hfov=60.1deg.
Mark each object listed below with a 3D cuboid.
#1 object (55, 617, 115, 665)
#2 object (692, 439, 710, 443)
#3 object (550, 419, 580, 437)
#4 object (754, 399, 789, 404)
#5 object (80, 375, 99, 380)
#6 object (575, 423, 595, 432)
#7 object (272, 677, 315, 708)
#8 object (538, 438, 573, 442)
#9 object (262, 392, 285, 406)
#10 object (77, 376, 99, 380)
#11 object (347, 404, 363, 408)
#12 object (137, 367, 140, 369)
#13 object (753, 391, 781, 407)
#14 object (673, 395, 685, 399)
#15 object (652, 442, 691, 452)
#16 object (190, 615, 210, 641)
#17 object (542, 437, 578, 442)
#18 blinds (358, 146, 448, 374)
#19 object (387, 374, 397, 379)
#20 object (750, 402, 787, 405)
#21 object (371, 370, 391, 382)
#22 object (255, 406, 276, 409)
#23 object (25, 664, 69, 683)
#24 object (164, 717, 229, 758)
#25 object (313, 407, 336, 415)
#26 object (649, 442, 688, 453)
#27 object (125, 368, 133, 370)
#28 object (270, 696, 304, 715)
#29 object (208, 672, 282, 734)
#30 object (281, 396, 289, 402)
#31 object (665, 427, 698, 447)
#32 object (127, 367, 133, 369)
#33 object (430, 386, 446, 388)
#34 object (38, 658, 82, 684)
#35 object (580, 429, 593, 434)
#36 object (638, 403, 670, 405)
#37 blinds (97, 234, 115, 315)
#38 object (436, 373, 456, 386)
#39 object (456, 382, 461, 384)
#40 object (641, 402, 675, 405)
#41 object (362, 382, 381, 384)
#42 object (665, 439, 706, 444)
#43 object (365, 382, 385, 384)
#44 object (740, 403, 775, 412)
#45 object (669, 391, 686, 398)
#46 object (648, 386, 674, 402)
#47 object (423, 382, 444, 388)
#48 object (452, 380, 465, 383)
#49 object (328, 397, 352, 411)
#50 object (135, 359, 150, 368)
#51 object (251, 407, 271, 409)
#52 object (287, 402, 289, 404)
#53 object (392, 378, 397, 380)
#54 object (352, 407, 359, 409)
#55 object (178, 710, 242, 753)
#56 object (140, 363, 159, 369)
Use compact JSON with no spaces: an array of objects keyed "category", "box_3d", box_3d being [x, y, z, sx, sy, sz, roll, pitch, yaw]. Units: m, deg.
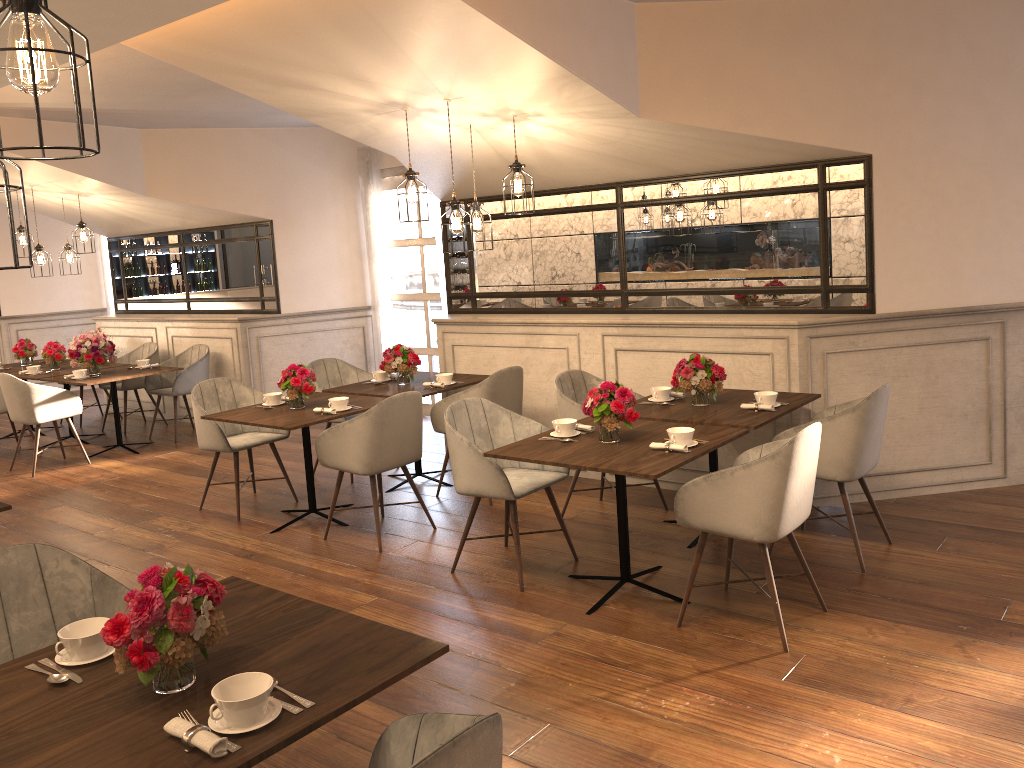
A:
[{"category":"object","box_3d":[-1.054,0.639,2.196,0.148,0.072,0.149,-1,9,16]},{"category":"object","box_3d":[0.811,0.249,4.051,0.197,0.015,0.043,3,11,35]},{"category":"object","box_3d":[0.257,0.216,4.302,0.148,0.072,0.149,-3,9,7]},{"category":"object","box_3d":[1.400,0.094,4.781,0.197,0.015,0.043,3,11,35]},{"category":"object","box_3d":[-3.725,-0.055,7.793,0.043,0.015,0.198,2,11,35]},{"category":"object","box_3d":[0.329,0.214,4.392,0.176,0.039,0.056,4,11,39]},{"category":"object","box_3d":[-0.500,0.672,1.944,0.197,0.015,0.043,3,11,35]},{"category":"object","box_3d":[0.208,0.263,4.212,0.197,0.015,0.043,5,12,42]},{"category":"object","box_3d":[-1.551,0.101,5.757,0.148,0.072,0.149,-3,9,7]},{"category":"object","box_3d":[-3.748,-0.052,7.821,0.022,0.004,0.212,3,12,38]},{"category":"object","box_3d":[-0.997,0.134,5.506,0.197,0.015,0.043,3,11,35]},{"category":"object","box_3d":[-3.418,-0.158,8.284,0.025,0.024,0.194,2,11,39]},{"category":"object","box_3d":[1.343,0.085,4.679,0.148,0.072,0.149,-3,9,7]},{"category":"object","box_3d":[0.905,0.071,5.091,0.193,0.024,0.025,4,10,39]},{"category":"object","box_3d":[0.698,0.276,3.896,0.193,0.024,0.025,4,10,39]},{"category":"object","box_3d":[-0.714,0.539,1.956,0.077,0.051,0.050,-3,7,5]},{"category":"object","box_3d":[0.231,0.264,4.229,0.211,0.004,0.022,4,12,39]},{"category":"blinds","box_3d":[-0.932,-0.999,8.575,1.381,2.682,0.134,2,8,39]},{"category":"object","box_3d":[-0.890,-0.057,6.577,0.176,0.039,0.056,4,11,39]},{"category":"object","box_3d":[1.373,0.105,4.759,0.211,0.004,0.022,4,12,39]},{"category":"object","box_3d":[-0.962,-0.055,6.487,0.148,0.072,0.149,-3,9,7]},{"category":"object","box_3d":[-1.577,0.149,5.684,0.211,0.004,0.022,4,12,39]},{"category":"object","box_3d":[-1.108,0.687,2.099,0.197,0.015,0.043,3,11,35]},{"category":"object","box_3d":[-0.627,0.699,1.755,0.176,0.039,0.056,4,11,39]},{"category":"object","box_3d":[-1.124,0.160,5.317,0.176,0.039,0.056,4,11,39]},{"category":"object","box_3d":[0.684,0.276,3.862,0.176,0.039,0.056,4,11,39]},{"category":"object","box_3d":[-3.550,-0.153,8.370,0.022,0.004,0.212,3,12,38]},{"category":"object","box_3d":[-0.527,0.683,1.922,0.211,0.004,0.022,4,12,39]},{"category":"object","box_3d":[-0.557,0.663,1.842,0.148,0.072,0.149,-1,9,16]},{"category":"object","box_3d":[-1.479,0.099,5.847,0.176,0.039,0.056,4,11,39]},{"category":"object","box_3d":[0.754,0.240,3.949,0.148,0.072,0.149,-3,9,7]},{"category":"object","box_3d":[-3.574,-0.161,8.397,0.043,0.015,0.198,2,11,35]},{"category":"object","box_3d":[-0.521,0.006,6.081,0.193,0.024,0.025,4,10,39]},{"category":"object","box_3d":[-1.080,0.687,2.122,0.211,0.004,0.022,4,12,39]},{"category":"object","box_3d":[0.315,0.227,4.360,0.193,0.024,0.025,4,10,39]},{"category":"object","box_3d":[0.798,0.107,4.942,0.197,0.015,0.043,5,12,42]},{"category":"blinds","box_3d":[-5.204,-1.271,12.012,1.381,2.682,0.134,2,8,39]},{"category":"object","box_3d":[-0.465,-0.031,6.134,0.148,0.072,0.149,-3,9,7]},{"category":"object","box_3d":[-0.435,-0.011,6.214,0.211,0.004,0.022,4,12,39]},{"category":"object","box_3d":[0.821,0.109,4.960,0.211,0.004,0.022,4,12,39]},{"category":"object","box_3d":[-1.011,-0.008,6.397,0.197,0.015,0.043,5,12,42]},{"category":"object","box_3d":[0.784,0.260,4.029,0.211,0.004,0.022,4,12,39]},{"category":"object","box_3d":[-0.988,-0.007,6.414,0.211,0.004,0.022,4,12,39]},{"category":"object","box_3d":[1.273,0.120,4.593,0.176,0.039,0.056,4,11,39]},{"category":"object","box_3d":[0.918,0.058,5.123,0.176,0.039,0.056,4,11,39]},{"category":"object","box_3d":[0.846,0.060,5.033,0.148,0.072,0.149,-3,9,7]},{"category":"object","box_3d":[-0.535,0.005,6.047,0.176,0.039,0.056,4,11,39]},{"category":"object","box_3d":[-0.408,-0.022,6.236,0.197,0.015,0.043,3,11,35]},{"category":"object","box_3d":[-1.055,0.125,5.404,0.148,0.072,0.149,-3,9,7]},{"category":"object","box_3d":[-3.475,-0.187,8.338,0.148,0.072,0.149,-5,9,-8]},{"category":"object","box_3d":[-1.600,0.147,5.667,0.197,0.015,0.043,5,12,42]},{"category":"object","box_3d":[-1.493,0.112,5.815,0.193,0.024,0.025,4,10,39]},{"category":"object","box_3d":[-0.904,-0.044,6.545,0.193,0.024,0.025,4,10,39]},{"category":"object","box_3d":[-1.024,0.145,5.484,0.211,0.004,0.022,4,12,39]},{"category":"object","box_3d":[-0.613,0.700,1.789,0.193,0.024,0.025,4,10,39]},{"category":"object","box_3d":[-3.385,-0.165,8.269,0.056,0.039,0.176,3,11,39]}]
